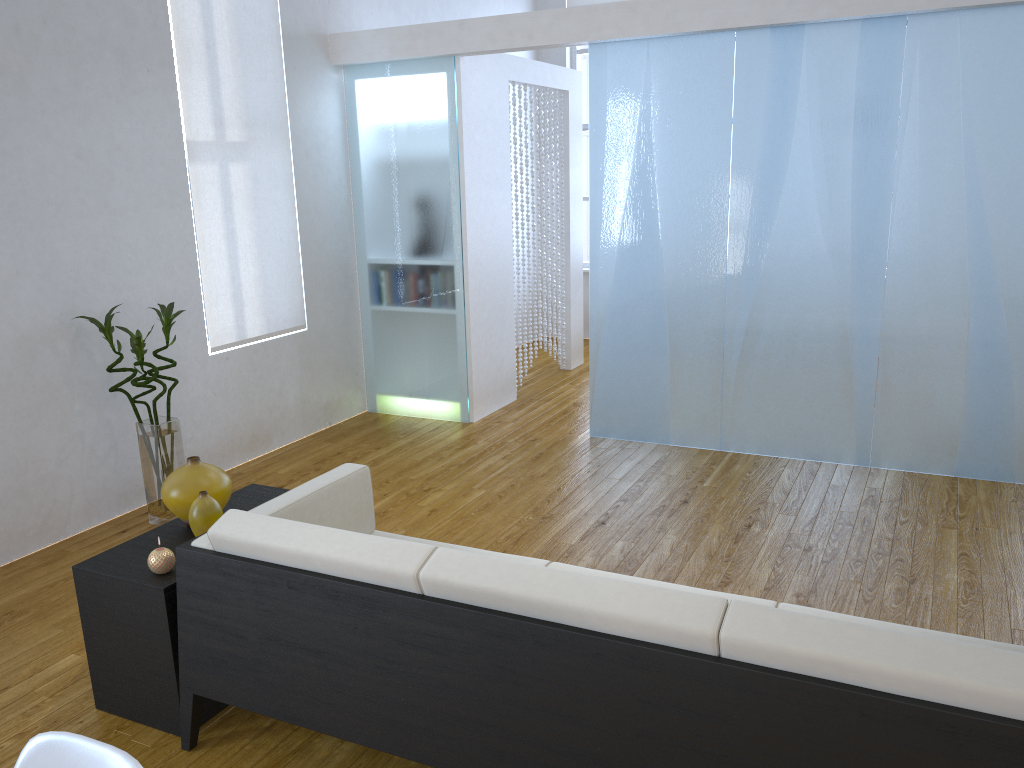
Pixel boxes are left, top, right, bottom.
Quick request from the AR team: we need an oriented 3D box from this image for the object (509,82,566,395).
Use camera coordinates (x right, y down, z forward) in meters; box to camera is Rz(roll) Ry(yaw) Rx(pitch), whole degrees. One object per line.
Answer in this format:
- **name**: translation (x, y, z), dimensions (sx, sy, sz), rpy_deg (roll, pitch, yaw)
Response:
- **object**: translation (0.186, -0.996, 6.124), dimensions (0.051, 2.032, 0.917), rpy_deg (6, 16, 25)

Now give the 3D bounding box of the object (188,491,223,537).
- **object**: translation (-0.887, 0.389, 2.572), dimensions (0.095, 0.162, 0.095), rpy_deg (-7, 16, -22)

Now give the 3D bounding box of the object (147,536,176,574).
- **object**: translation (-0.953, 0.460, 2.403), dimensions (0.071, 0.105, 0.071), rpy_deg (-12, 18, -35)

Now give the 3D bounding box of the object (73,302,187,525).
- **object**: translation (-1.618, 0.143, 3.865), dimensions (0.380, 0.988, 0.480), rpy_deg (-2, 15, -1)

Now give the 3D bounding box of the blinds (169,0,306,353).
- **blinds**: translation (-1.388, -1.266, 4.539), dimensions (0.007, 2.128, 0.756), rpy_deg (6, 17, 25)

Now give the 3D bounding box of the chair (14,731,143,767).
- **chair**: translation (-0.688, 0.734, 1.153), dimensions (0.405, 0.354, 0.416), rpy_deg (5, 16, 25)

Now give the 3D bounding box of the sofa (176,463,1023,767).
- **sofa**: translation (0.560, 0.509, 2.787), dimensions (5.330, 0.684, 9.660), rpy_deg (5, 15, 26)

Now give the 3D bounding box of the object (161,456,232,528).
- **object**: translation (-0.963, 0.328, 2.713), dimensions (0.207, 0.217, 0.205), rpy_deg (-7, 15, -22)

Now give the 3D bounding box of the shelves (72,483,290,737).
- **shelves**: translation (-0.903, 0.660, 2.764), dimensions (0.349, 0.455, 0.725), rpy_deg (6, 16, 25)
